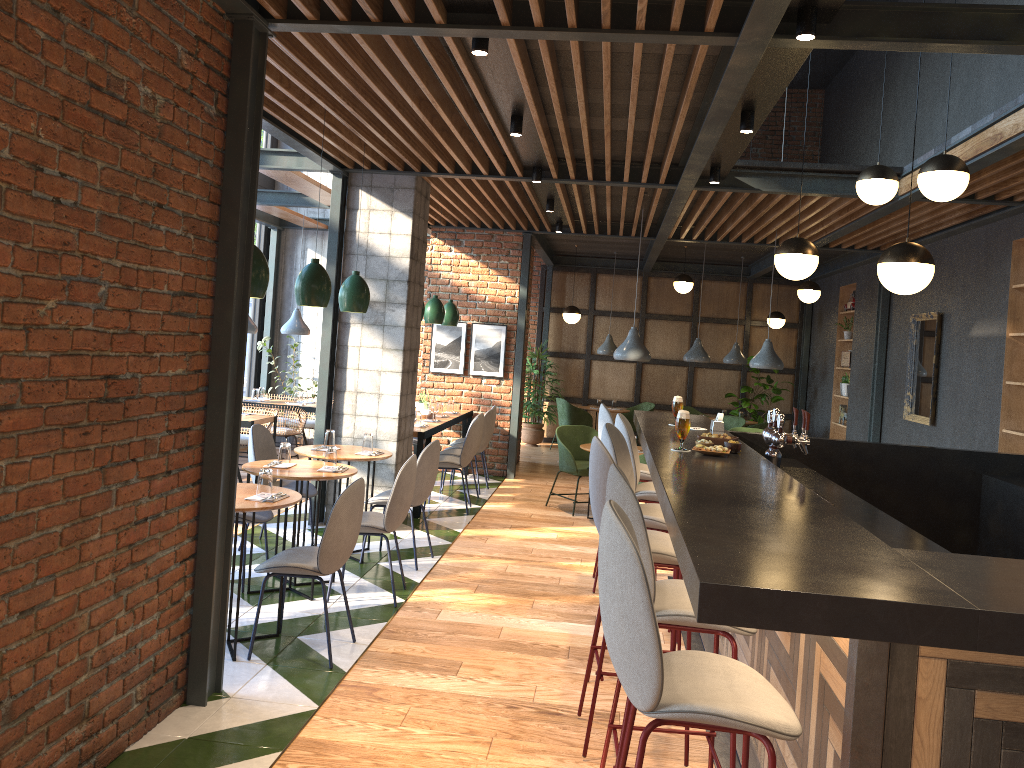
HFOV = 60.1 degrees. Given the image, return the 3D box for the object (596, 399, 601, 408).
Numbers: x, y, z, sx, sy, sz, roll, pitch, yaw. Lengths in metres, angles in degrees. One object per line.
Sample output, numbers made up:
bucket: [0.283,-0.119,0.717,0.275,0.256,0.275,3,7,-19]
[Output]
object: [1.327,0.305,13.507,0.080,0.138,0.080,4,1,-15]

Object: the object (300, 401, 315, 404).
object: [-2.489,0.218,10.738,0.243,0.019,0.157,4,3,7]

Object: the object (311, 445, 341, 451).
object: [-1.343,0.464,6.423,0.157,0.019,0.243,5,3,11]

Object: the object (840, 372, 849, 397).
object: [4.536,0.003,11.967,0.213,0.329,0.232,4,1,12]

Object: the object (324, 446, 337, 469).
object: [-1.129,0.456,5.518,0.080,0.138,0.080,3,1,-44]

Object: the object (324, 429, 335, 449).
object: [-1.318,0.400,6.406,0.080,0.138,0.080,4,1,-16]

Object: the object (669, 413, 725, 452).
object: [1.007,0.235,4.723,0.322,0.106,1.510,4,3,9]

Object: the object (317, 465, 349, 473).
object: [-1.111,0.525,5.496,0.157,0.019,0.243,4,3,3]

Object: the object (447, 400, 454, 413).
object: [-0.694,0.251,10.047,0.080,0.138,0.080,4,1,-20]

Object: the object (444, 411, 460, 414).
object: [-0.678,0.319,10.024,0.157,0.019,0.243,4,3,7]

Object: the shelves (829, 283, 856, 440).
shelves: [4.583,0.023,11.945,0.284,2.706,0.836,4,0,6]

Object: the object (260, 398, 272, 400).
object: [-3.033,0.177,10.799,0.243,0.019,0.157,4,3,7]

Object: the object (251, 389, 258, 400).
object: [-3.041,0.125,10.487,0.080,0.138,0.080,5,1,38]

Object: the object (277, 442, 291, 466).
object: [-1.416,0.436,5.520,0.080,0.138,0.080,4,1,16]

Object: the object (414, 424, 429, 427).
object: [-0.872,0.387,8.332,0.157,0.019,0.243,4,3,7]

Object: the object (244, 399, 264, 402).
object: [-3.055,0.191,10.465,0.243,0.019,0.157,4,3,5]

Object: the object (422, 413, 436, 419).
object: [-0.923,0.327,9.221,0.251,0.046,0.254,3,3,-20]

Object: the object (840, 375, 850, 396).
object: [4.595,0.015,12.175,0.172,0.295,0.190,4,1,-20]

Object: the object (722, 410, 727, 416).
object: [3.145,0.451,13.133,0.080,0.138,0.080,4,1,-16]

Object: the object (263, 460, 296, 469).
object: [-1.443,0.500,5.533,0.157,0.019,0.243,4,3,3]

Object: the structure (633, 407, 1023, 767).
structure: [2.038,0.880,3.934,2.917,1.396,4.922,4,3,6]

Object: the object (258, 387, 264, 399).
object: [-3.052,0.110,10.778,0.080,0.138,0.080,4,1,-20]

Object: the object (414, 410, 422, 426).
object: [-0.888,0.318,8.355,0.080,0.138,0.080,4,1,30]

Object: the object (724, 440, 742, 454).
object: [1.020,0.289,4.092,0.078,0.060,0.108,4,2,14]

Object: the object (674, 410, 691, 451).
object: [0.778,0.209,4.043,0.070,0.183,0.070,4,0,27]

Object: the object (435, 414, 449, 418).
object: [-0.759,0.340,9.480,0.157,0.019,0.243,4,3,7]

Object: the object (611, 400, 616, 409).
object: [1.574,0.315,13.654,0.080,0.138,0.080,4,1,-15]

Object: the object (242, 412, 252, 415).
object: [-2.711,0.293,8.836,0.243,0.019,0.157,4,3,8]

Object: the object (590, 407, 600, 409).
object: [1.296,0.369,13.506,0.157,0.019,0.243,3,3,-28]

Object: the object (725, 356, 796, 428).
object: [3.791,0.337,13.627,1.058,1.794,0.721,4,0,17]

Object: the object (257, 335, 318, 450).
object: [-2.869,0.114,11.587,0.861,1.497,0.897,4,1,25]

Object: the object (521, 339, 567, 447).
object: [0.365,0.116,13.983,0.977,1.722,0.915,4,1,-28]

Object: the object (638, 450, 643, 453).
object: [1.105,0.613,8.143,0.242,0.019,0.158,3,3,-25]

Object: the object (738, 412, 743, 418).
object: [3.337,0.474,12.918,0.080,0.138,0.080,4,1,14]

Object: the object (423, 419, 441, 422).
object: [-0.806,0.363,8.913,0.157,0.019,0.243,4,3,7]

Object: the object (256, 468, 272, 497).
object: [-1.249,0.498,4.481,0.080,0.138,0.080,5,1,43]

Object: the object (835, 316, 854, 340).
object: [4.589,-0.765,12.026,0.174,0.329,0.537,4,2,-14]

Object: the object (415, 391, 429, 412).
object: [-0.938,0.206,9.269,0.145,0.276,0.146,4,1,-13]

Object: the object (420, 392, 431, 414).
object: [-0.887,0.213,9.153,0.115,0.282,0.128,4,0,2]

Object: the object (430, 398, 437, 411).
object: [-0.894,0.235,10.072,0.080,0.138,0.080,4,1,28]

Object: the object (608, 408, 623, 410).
object: [1.600,0.384,13.646,0.157,0.019,0.243,3,3,-28]

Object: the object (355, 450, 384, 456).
object: [-1.020,0.491,6.337,0.157,0.019,0.243,5,3,11]

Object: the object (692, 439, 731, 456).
object: [0.907,0.289,4.011,0.164,0.052,0.292,5,3,15]

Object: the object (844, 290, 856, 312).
object: [4.639,-1.115,11.945,0.204,0.285,0.517,4,2,6]

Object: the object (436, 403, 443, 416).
object: [-0.775,0.271,9.504,0.080,0.138,0.080,4,1,-20]

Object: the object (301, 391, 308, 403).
object: [-2.508,0.151,10.717,0.080,0.138,0.080,4,1,-20]

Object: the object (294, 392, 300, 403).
object: [-2.527,0.164,10.430,0.080,0.138,0.080,4,1,-20]

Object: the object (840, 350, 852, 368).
object: [4.608,-0.333,11.989,0.199,0.241,0.340,4,2,1]

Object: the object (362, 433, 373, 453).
object: [-1.034,0.422,6.363,0.080,0.138,0.080,4,1,-26]

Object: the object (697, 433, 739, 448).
object: [0.991,0.272,4.262,0.168,0.072,0.168,5,3,26]

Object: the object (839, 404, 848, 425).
object: [4.523,0.419,11.994,0.150,0.257,0.522,4,2,6]

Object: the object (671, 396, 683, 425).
object: [1.015,0.161,5.441,0.070,0.178,0.070,4,0,10]

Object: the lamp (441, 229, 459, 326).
lamp: [-0.652,-1.676,10.166,0.224,2.022,0.224,4,0,10]

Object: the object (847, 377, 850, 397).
object: [4.513,0.003,11.728,0.144,0.350,0.143,4,0,23]

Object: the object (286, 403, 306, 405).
object: [-2.547,0.230,10.408,0.243,0.019,0.157,4,3,7]

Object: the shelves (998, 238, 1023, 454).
shelves: [3.992,0.236,6.631,0.284,2.706,0.836,4,0,6]

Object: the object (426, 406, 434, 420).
object: [-0.822,0.295,8.937,0.080,0.138,0.080,4,1,-30]

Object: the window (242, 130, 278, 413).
window: [-3.755,-2.211,7.606,0.127,5.597,8.725,4,2,6]

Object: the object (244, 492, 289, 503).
object: [-1.234,0.566,4.456,0.157,0.019,0.243,4,3,10]
